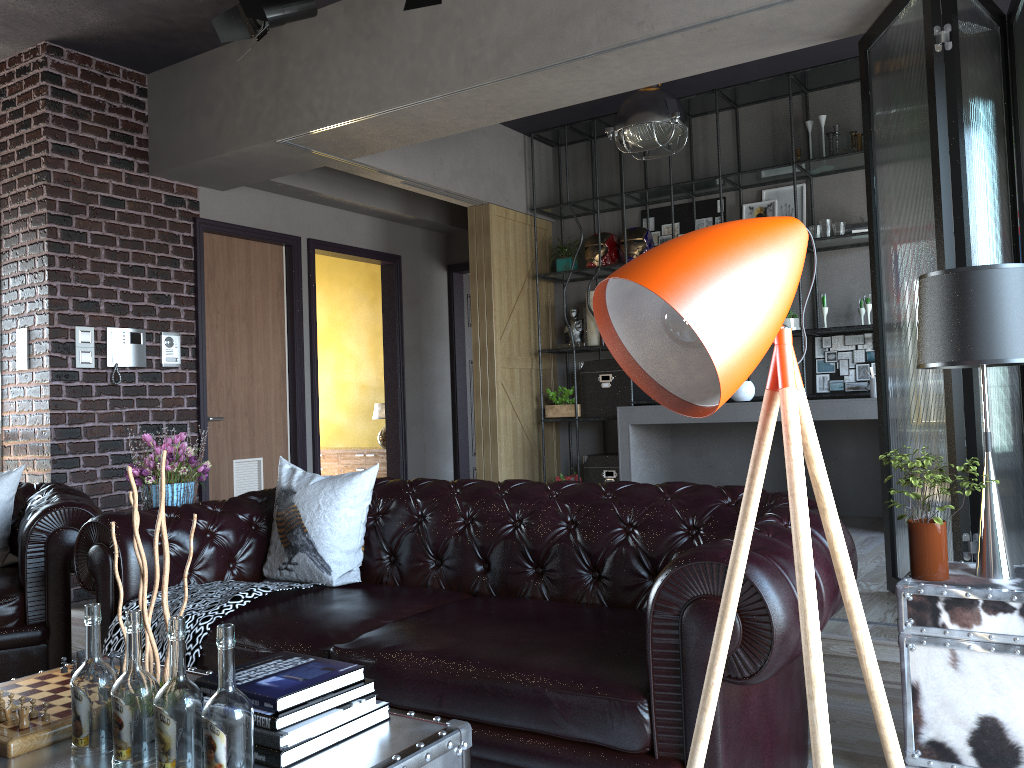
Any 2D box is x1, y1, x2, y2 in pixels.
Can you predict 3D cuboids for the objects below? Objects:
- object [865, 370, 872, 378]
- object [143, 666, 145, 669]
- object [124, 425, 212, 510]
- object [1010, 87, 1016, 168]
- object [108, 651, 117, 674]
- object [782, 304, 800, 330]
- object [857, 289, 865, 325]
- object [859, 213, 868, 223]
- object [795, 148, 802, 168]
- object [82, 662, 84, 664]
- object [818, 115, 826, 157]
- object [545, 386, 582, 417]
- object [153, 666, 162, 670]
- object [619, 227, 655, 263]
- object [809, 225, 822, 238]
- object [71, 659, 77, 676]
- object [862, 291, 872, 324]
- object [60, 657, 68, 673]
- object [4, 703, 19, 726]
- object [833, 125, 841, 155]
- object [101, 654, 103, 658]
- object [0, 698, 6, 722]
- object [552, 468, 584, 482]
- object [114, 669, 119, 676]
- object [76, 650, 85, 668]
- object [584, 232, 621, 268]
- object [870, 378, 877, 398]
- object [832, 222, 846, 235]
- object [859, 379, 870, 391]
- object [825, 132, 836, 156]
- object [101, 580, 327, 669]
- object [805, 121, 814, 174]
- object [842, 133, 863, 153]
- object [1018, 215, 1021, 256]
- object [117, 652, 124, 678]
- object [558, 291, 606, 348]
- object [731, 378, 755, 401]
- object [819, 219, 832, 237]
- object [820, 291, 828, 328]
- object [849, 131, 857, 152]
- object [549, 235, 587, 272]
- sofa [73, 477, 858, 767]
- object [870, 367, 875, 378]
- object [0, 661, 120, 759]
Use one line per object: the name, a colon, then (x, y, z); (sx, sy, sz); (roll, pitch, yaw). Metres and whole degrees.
object: (2.447, -0.007, 5.962); (0.137, 0.190, 0.009); (-4, -3, 36)
object: (-0.864, 0.679, 2.085); (0.026, 0.044, 0.026); (-2, -2, -12)
object: (-1.478, 0.420, 3.824); (0.352, 0.484, 0.349); (-1, -2, -26)
object: (3.297, -1.553, 5.645); (0.650, 1.026, 0.719); (0, -3, -39)
object: (-0.975, 0.679, 2.159); (0.025, 0.055, 0.024); (-2, -2, -12)
object: (2.049, -0.491, 6.624); (0.235, 0.213, 0.235); (-2, -2, -12)
object: (2.579, -0.557, 6.541); (0.113, 0.302, 0.113); (0, -3, -38)
object: (2.575, -1.197, 6.428); (0.103, 0.068, 0.103); (-3, -2, 26)
object: (2.116, -1.673, 6.550); (0.135, 0.129, 0.135); (-2, -2, 6)
object: (-1.032, 0.690, 2.143); (0.017, 0.037, 0.017); (-4, -3, 39)
object: (2.329, -1.809, 6.631); (0.128, 0.391, 0.128); (-2, -2, -8)
object: (0.442, 0.147, 7.519); (0.304, 0.265, 0.180); (-3, -2, 33)
object: (-0.825, 0.678, 2.063); (0.019, 0.040, 0.019); (-2, -2, 7)
object: (1.019, -1.137, 7.316); (0.280, 0.327, 0.399); (-3, -2, 23)
object: (2.196, -1.090, 6.409); (0.092, 0.099, 0.092); (-1, -2, -19)
object: (-1.069, 0.692, 2.166); (0.017, 0.037, 0.017); (-4, -3, 39)
object: (2.517, -0.534, 6.269); (0.113, 0.246, 0.113); (0, -3, -38)
object: (-1.107, 0.694, 2.192); (0.017, 0.037, 0.017); (-3, -2, 14)
object: (-1.031, 0.678, 1.828); (0.026, 0.044, 0.026); (-2, -2, -12)
object: (2.348, -1.742, 6.403); (0.100, 0.243, 0.100); (-4, -3, 42)
object: (-1.013, 0.685, 2.183); (0.022, 0.047, 0.022); (-2, -2, -12)
object: (-1.067, 0.678, 1.852); (0.022, 0.047, 0.022); (-1, -2, -25)
object: (0.475, 0.898, 7.566); (0.345, 0.362, 0.331); (-4, -2, 36)
object: (-0.926, 0.684, 2.071); (0.017, 0.037, 0.017); (-4, -3, 39)
object: (-1.085, 0.692, 2.231); (0.019, 0.040, 0.019); (-2, -2, 7)
object: (0.752, -1.122, 7.489); (0.280, 0.327, 0.399); (-4, -2, 38)
object: (2.458, 0.028, 5.939); (0.110, 0.137, 0.110); (-4, -3, 43)
object: (2.332, -1.097, 6.320); (0.092, 0.099, 0.092); (-2, -2, -9)
object: (2.653, -0.001, 6.292); (0.351, 0.111, 0.379); (-1, -2, -24)
object: (2.339, -1.734, 6.496); (0.084, 0.233, 0.084); (-1, -3, -30)
object: (-1.330, 0.978, 2.733); (1.699, 0.570, 0.562); (-1, -2, -37)
object: (2.274, -1.804, 6.752); (0.128, 0.391, 0.128); (-2, -2, 1)
object: (2.480, -1.703, 6.328); (0.189, 0.152, 0.189); (-1, -2, -34)
object: (3.456, -0.820, 5.986); (0.750, 0.740, 0.185); (-3, -3, 33)
object: (-0.938, 0.675, 2.136); (0.025, 0.059, 0.025); (-3, -3, 27)
object: (0.793, -0.547, 7.485); (0.833, 0.466, 0.289); (-3, -2, 33)
object: (1.639, -0.304, 6.337); (0.398, 0.853, 0.420); (-2, -2, -11)
object: (2.292, -1.119, 6.471); (0.087, 0.155, 0.087); (0, -3, -44)
object: (2.253, -0.535, 6.396); (0.113, 0.275, 0.113); (-4, -3, 37)
object: (2.507, -1.737, 6.502); (0.080, 0.226, 0.080); (-2, -2, 6)
object: (0.472, -1.109, 7.689); (0.324, 0.340, 0.295); (-2, -2, -11)
sofa: (-0.195, 0.776, 2.986); (2.565, 0.839, 1.239); (-3, -2, 32)
object: (2.443, -0.015, 5.983); (0.023, 0.203, 0.046); (-1, -3, -21)
object: (-1.038, 0.723, 2.015); (0.429, 0.036, 0.429); (-3, -2, 33)
